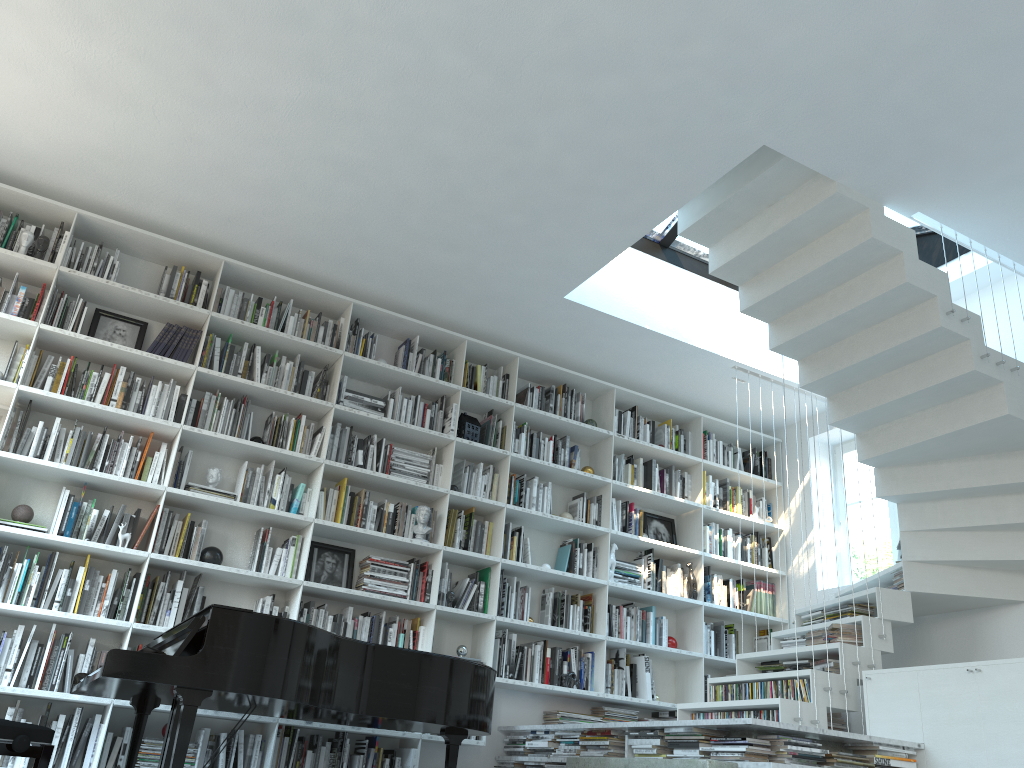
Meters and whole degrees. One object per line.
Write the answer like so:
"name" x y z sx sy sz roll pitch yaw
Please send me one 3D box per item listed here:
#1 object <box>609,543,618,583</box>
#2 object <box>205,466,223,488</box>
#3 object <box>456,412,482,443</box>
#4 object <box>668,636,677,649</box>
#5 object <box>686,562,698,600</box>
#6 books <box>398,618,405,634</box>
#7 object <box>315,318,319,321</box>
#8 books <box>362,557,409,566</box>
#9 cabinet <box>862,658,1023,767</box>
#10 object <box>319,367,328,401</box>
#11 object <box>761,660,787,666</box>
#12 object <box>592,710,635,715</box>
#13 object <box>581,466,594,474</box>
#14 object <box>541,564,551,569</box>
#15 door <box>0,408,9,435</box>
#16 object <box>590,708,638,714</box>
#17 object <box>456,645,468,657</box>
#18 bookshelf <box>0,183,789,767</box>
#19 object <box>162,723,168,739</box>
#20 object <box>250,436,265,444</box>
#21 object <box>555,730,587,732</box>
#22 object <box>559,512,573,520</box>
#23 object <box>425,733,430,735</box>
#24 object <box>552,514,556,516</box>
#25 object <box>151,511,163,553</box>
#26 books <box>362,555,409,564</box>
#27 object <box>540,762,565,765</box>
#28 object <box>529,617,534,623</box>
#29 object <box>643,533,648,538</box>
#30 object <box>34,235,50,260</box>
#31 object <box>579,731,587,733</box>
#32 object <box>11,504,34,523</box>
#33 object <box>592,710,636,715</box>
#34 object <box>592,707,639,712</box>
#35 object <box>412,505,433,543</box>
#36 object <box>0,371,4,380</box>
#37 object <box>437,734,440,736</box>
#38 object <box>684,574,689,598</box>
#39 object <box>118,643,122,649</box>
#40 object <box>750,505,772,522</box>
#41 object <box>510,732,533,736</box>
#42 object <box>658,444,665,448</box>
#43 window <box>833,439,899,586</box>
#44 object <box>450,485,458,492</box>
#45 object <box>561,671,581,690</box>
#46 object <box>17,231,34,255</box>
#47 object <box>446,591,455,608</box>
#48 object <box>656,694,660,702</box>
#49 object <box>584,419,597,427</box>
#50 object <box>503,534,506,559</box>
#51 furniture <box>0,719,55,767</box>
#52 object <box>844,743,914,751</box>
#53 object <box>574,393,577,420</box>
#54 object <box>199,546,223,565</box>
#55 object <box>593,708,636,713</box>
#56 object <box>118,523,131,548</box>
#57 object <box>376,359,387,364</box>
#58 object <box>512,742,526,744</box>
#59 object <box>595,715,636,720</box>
"object" 0.695 1.255 6.199 0.087 0.287 0.075 2 -24 7
"object" -1.753 0.555 5.203 0.095 0.156 0.121 11 -25 -12
"object" -0.305 0.322 6.078 0.135 0.247 0.136 22 -29 -33
"object" 1.132 1.876 6.385 0.115 0.116 0.115 -14 -31 36
"object" 1.322 1.459 6.520 0.087 0.287 0.075 2 -24 7
"books" -0.704 1.589 5.444 0.010 0.282 0.132 17 -27 -25
"object" -1.316 -0.296 5.806 0.010 0.245 0.157 17 -27 -25
"books" -0.796 1.126 5.553 0.254 0.012 0.161 19 -28 -27
"cabinet" 2.285 1.726 4.266 0.552 0.664 0.996 17 -27 -25
"object" -1.185 0.013 5.585 0.075 0.253 0.075 -15 -31 37
"object" 1.678 1.759 5.561 0.161 0.025 0.175 15 -26 -21
"object" 0.692 2.236 6.022 0.254 0.005 0.161 17 -27 -25
"object" 0.548 0.648 6.446 0.100 0.101 0.101 -14 -31 36
"object" 0.231 1.263 6.055 0.071 0.072 0.072 -4 -26 20
"door" -3.413 1.064 4.681 0.835 1.971 0.789 17 -27 -25
"object" 0.693 2.227 6.027 0.285 0.005 0.160 17 -27 -25
"object" -0.311 1.660 5.510 0.071 0.072 0.072 -4 -26 20
"bookshelf" -0.696 1.089 5.553 6.305 3.127 0.331 17 -27 -25
"object" -1.787 1.814 4.638 0.086 0.086 0.086 -14 -31 36
"object" -1.545 0.364 5.355 0.097 0.098 0.097 -4 -26 20
"object" 0.391 2.007 5.112 0.160 0.007 0.286 19 -28 -27
"object" 0.381 0.971 6.318 0.111 0.112 0.112 -14 -31 36
"object" -0.497 1.953 5.236 0.053 0.223 0.046 12 -25 -14
"object" 0.291 0.952 6.242 0.068 0.068 0.068 -14 -31 36
"object" -1.999 0.854 4.956 0.012 0.269 0.131 17 -27 -25
"books" -0.794 1.114 5.556 0.254 0.012 0.161 15 -26 -21
"object" 0.202 2.261 5.292 0.131 0.007 0.215 19 -28 -28
"object" 0.108 1.584 5.897 0.071 0.072 0.072 -4 -26 20
"object" 0.965 1.148 6.567 0.091 0.092 0.092 -4 -26 20
"object" -2.658 -0.749 4.993 0.067 0.197 0.068 -1 -25 14
"object" 0.404 2.016 5.116 0.144 0.005 0.258 17 -27 -25
"object" -2.560 0.684 4.639 0.105 0.106 0.106 -14 -31 36
"object" 0.693 2.231 6.025 0.254 0.005 0.161 17 -27 -25
"object" 0.700 2.213 6.022 0.285 0.005 0.160 15 -26 -20
"object" -0.574 0.894 5.610 0.138 0.242 0.138 -7 -27 26
"object" -2.777 -0.039 4.774 0.071 0.072 0.072 -14 -31 36
"object" -0.413 2.051 5.276 0.093 0.094 0.094 -4 -26 20
"object" 1.253 1.537 6.619 0.022 0.210 0.179 17 -27 -25
"object" -2.093 1.507 4.651 0.017 0.288 0.089 17 -27 -25
"object" 1.981 1.054 7.096 0.204 0.136 0.095 10 -25 -10
"object" 0.114 2.217 5.598 0.131 0.024 0.291 16 -27 -23
"object" 1.149 0.503 6.858 0.071 0.072 0.072 -4 -26 20
"window" 2.838 0.876 6.534 0.042 1.220 1.121 17 -27 -25
"object" -0.388 0.700 5.842 0.071 0.072 0.072 -4 -26 20
"object" 0.386 1.920 5.744 0.161 0.113 0.065 24 -30 -36
"object" -2.729 -0.771 4.959 0.067 0.197 0.068 -1 -25 14
"object" -0.384 1.343 5.517 0.054 0.113 0.079 18 -27 -26
"object" 0.998 2.206 6.202 0.071 0.072 0.072 -4 -26 20
"object" 0.581 0.312 6.591 0.104 0.105 0.104 -4 -26 20
"object" -0.091 1.125 5.980 0.013 0.207 0.140 17 -27 -25
"furniture" -1.748 1.282 2.905 0.467 0.352 0.240 -13 -30 34
"object" 1.782 1.756 4.308 0.284 0.030 0.177 17 -27 -25
"object" 0.442 0.226 6.662 0.006 0.296 0.130 17 -27 -25
"object" -1.708 0.989 5.032 0.133 0.134 0.134 -4 -26 20
"object" 0.695 2.221 6.027 0.254 0.005 0.161 17 -27 -24
"object" -2.066 0.810 4.715 0.044 0.139 0.082 -18 -33 41
"object" -0.884 -0.118 5.940 0.105 0.105 0.105 -14 -31 36
"object" 0.106 2.263 5.575 0.135 0.011 0.222 15 -26 -21
"object" 0.688 2.260 6.010 0.254 0.005 0.161 17 -27 -25
